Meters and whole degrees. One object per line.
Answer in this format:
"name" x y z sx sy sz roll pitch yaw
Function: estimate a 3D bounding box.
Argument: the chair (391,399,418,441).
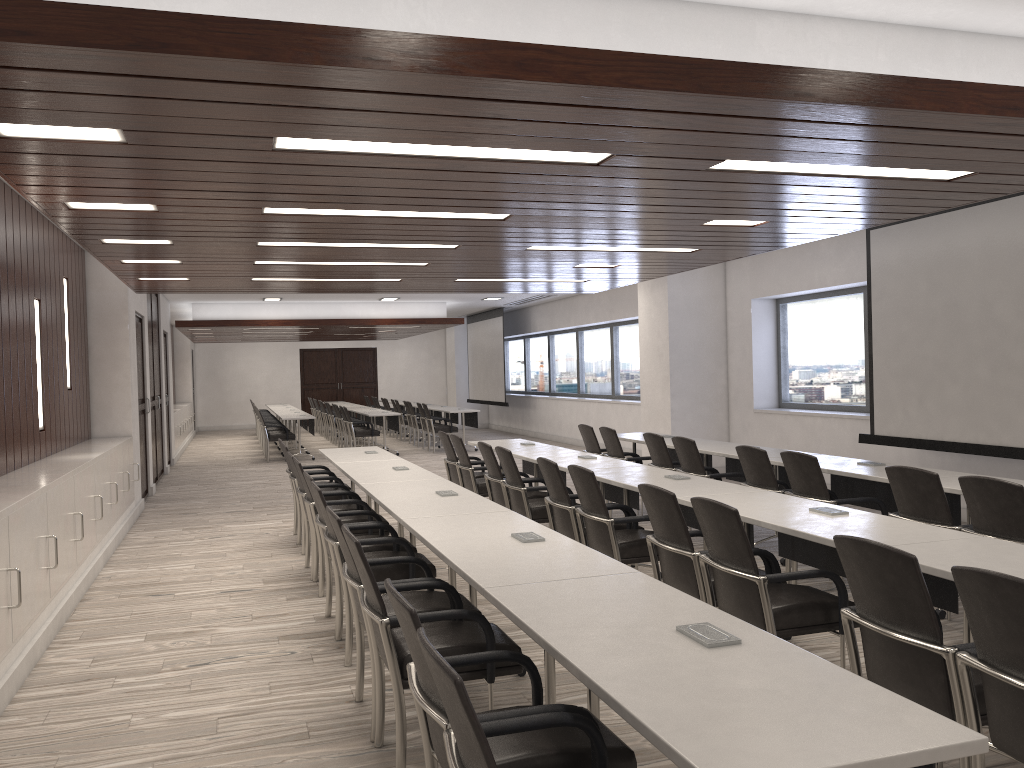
"chair" -2.432 0.800 20.254 0.638 0.939 0.513 -2 1 -17

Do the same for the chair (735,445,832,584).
"chair" 1.945 0.887 6.259 0.638 0.939 0.513 -2 1 -17

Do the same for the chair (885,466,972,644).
"chair" 2.404 0.896 4.808 0.638 0.939 0.513 -2 1 -18

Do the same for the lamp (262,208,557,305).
"lamp" -0.113 -1.424 12.076 1.469 0.552 14.295 -2 1 5

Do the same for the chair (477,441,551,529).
"chair" 0.063 0.925 7.260 0.638 0.939 0.513 -2 1 -17

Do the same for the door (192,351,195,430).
"door" -8.928 0.206 24.682 0.200 2.323 1.163 -2 1 -17

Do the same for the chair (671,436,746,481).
"chair" 1.660 0.880 7.219 0.638 0.939 0.513 -2 1 -17

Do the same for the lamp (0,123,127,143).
"lamp" -1.751 -0.996 3.429 0.464 0.045 0.236 -2 1 -17

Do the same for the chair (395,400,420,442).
"chair" -2.277 0.804 19.753 0.638 0.939 0.513 -2 1 -17

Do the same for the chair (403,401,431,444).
"chair" -1.966 0.809 18.812 0.638 0.939 0.513 -2 1 -18

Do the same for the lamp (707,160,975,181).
"lamp" 1.602 -1.444 10.174 1.499 0.552 12.001 -2 1 -1

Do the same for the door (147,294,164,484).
"door" -5.290 -0.005 13.020 0.200 2.889 2.327 -2 1 -17

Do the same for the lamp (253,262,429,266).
"lamp" -1.458 -1.067 7.669 1.496 0.045 0.236 -2 1 -17

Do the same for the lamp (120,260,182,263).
"lamp" -2.932 -1.019 7.208 0.464 0.045 0.236 -2 1 -17

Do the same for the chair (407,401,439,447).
"chair" -1.827 0.813 18.308 0.638 0.939 0.513 -2 1 -17

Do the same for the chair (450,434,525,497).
"chair" -0.230 0.918 8.218 0.638 0.939 0.513 -2 1 -18

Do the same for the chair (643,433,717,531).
"chair" 1.499 0.878 7.717 0.638 0.939 0.513 -2 1 -17

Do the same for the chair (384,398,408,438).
"chair" -2.720 0.794 21.206 0.638 0.939 0.513 -2 1 -17

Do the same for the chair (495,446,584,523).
"chair" 0.217 0.928 6.759 0.638 0.939 0.513 -2 1 -18

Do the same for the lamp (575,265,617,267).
"lamp" 0.797 -1.141 8.374 0.421 0.046 0.236 -2 1 -17

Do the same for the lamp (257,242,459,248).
"lamp" -1.129 -1.061 6.619 1.496 0.045 0.236 -2 1 -17

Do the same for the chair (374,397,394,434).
"chair" -3.185 0.786 22.658 0.638 0.939 0.513 -2 1 -18

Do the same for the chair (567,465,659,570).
"chair" 0.687 0.936 5.317 0.638 0.939 0.513 -2 1 -18

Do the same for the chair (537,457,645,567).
"chair" 0.511 0.934 5.817 0.638 0.939 0.513 -2 1 -17

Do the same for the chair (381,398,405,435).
"chair" -2.870 0.791 21.710 0.638 0.939 0.513 -2 1 -18

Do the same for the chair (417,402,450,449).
"chair" -1.527 0.818 17.352 0.638 0.939 0.513 -2 1 -18

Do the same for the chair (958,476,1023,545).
"chair" 2.556 0.899 4.306 0.638 0.939 0.513 -2 1 -17

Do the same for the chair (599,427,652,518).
"chair" 1.206 0.872 8.668 0.638 0.939 0.513 -2 1 -17

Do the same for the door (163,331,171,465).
"door" -5.919 0.265 15.060 0.200 2.323 1.163 -2 1 -17

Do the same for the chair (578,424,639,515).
"chair" 1.036 0.869 9.161 0.638 0.939 0.513 -2 1 -17

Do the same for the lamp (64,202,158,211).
"lamp" -2.210 -1.005 4.899 0.464 0.045 0.236 -2 1 -17

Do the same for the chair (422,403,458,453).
"chair" -1.371 0.821 16.853 0.638 0.939 0.513 -2 1 -17

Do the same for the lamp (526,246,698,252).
"lamp" 0.837 -1.125 7.234 1.496 0.045 0.236 -2 1 -17

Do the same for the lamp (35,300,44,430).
"lamp" -3.886 -0.153 7.177 0.094 1.058 0.236 -2 1 -17

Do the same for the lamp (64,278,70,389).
"lamp" -4.289 -0.479 8.432 0.094 1.058 0.236 -2 1 -17

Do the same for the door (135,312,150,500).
"door" -4.645 0.290 10.984 0.200 2.323 1.163 -2 1 -17

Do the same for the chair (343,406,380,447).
"chair" -2.787 0.868 16.407 0.638 0.939 0.513 -2 1 -18

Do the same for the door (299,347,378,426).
"door" -5.257 0.068 27.043 2.329 2.323 0.200 -2 1 -17

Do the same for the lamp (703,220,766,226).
"lamp" 1.519 -1.127 6.064 0.421 0.046 0.236 -2 1 -17

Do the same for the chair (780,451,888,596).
"chair" 2.115 0.890 5.762 0.638 0.939 0.513 -2 1 -18

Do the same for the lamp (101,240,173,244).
"lamp" -2.604 -1.013 6.158 0.464 0.045 0.236 -2 1 -17

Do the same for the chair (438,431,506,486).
"chair" -0.385 0.915 8.722 0.638 0.939 0.513 -2 1 -18
